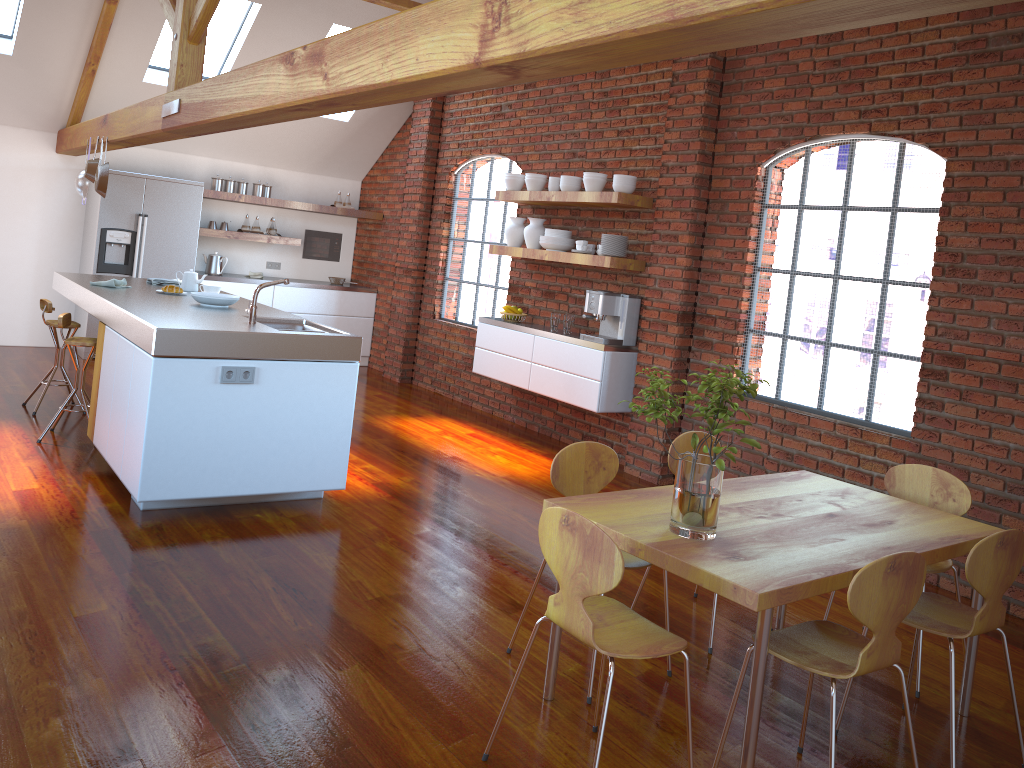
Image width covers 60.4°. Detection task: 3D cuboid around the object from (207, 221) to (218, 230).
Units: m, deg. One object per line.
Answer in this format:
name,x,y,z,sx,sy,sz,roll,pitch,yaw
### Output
object,-3.055,-1.623,8.976,0.106,0.081,0.107,6,6,-7

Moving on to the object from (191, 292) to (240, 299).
object,-1.782,-0.508,5.280,0.284,0.055,0.282,11,9,26

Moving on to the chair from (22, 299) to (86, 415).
chair,-3.092,-0.198,6.019,0.336,0.748,0.341,5,3,-41

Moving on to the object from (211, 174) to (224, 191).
object,-3.004,-2.049,8.963,0.126,0.177,0.130,4,5,-40

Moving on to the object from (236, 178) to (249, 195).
object,-2.809,-2.055,9.158,0.126,0.177,0.130,4,5,-40

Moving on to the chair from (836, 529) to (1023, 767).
chair,1.352,0.784,2.762,0.436,0.756,0.416,5,3,-35

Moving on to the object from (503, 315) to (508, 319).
object,-0.055,-0.558,7.296,0.046,0.046,0.056,6,5,-3

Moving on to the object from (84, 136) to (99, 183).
object,-3.165,-1.695,6.637,0.085,0.358,0.196,6,3,-31

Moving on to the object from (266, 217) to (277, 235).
object,-2.558,-1.684,9.381,0.093,0.192,0.204,5,5,-27

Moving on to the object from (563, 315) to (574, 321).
object,0.420,-0.463,6.621,0.077,0.103,0.079,5,4,-23

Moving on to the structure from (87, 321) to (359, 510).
structure,-2.123,-0.020,5.516,1.019,0.761,3.160,3,9,-35

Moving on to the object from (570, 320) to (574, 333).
object,0.435,-0.443,6.761,0.078,0.103,0.078,6,4,-6

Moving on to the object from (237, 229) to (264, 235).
object,-2.740,-1.598,9.222,0.223,0.033,0.197,1,10,-37

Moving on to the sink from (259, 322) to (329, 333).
sink,-1.179,-0.193,4.735,0.407,0.198,0.621,2,9,-35

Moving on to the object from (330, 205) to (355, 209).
object,-1.887,-1.966,9.785,0.223,0.033,0.197,1,10,-37

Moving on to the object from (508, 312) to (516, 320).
object,0.003,-0.564,7.278,0.077,0.065,0.076,6,5,-2

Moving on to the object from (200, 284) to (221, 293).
object,-2.034,-0.633,5.956,0.126,0.069,0.116,12,8,39

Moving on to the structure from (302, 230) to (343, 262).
structure,-2.173,-1.585,10.108,0.455,0.333,0.013,3,3,-35

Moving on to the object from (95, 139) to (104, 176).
object,-3.040,-1.646,6.498,0.046,0.331,0.045,6,1,-10

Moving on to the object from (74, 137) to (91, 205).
object,-3.333,-1.655,6.816,0.084,0.527,0.275,6,3,-36

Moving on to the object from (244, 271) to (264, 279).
object,-2.719,-1.156,9.287,0.203,0.061,0.198,5,8,-13

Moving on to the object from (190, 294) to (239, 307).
object,-1.783,-0.497,5.280,0.284,0.055,0.282,11,9,26

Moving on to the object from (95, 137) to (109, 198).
object,-2.959,-1.567,6.359,0.069,0.442,0.268,6,3,-31

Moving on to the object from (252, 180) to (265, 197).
object,-2.640,-2.036,9.159,0.126,0.177,0.130,4,5,-40

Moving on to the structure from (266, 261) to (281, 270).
structure,-2.660,-1.319,9.796,0.159,0.080,0.033,2,5,-35

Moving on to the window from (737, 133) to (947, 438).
window,1.890,-0.633,5.119,0.083,1.665,1.283,6,4,-36

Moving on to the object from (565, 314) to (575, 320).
object,0.440,-0.481,6.761,0.078,0.103,0.078,6,4,-6

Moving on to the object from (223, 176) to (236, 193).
object,-2.908,-2.052,9.059,0.126,0.177,0.130,4,5,-40

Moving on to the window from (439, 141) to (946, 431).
window,3.435,-0.489,6.859,3.612,9.869,17.626,5,6,-45

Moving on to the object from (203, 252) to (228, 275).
object,-3.050,-1.239,9.010,0.301,0.238,0.182,6,4,-4

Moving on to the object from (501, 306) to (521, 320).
object,-0.008,-0.583,7.242,0.176,0.094,0.064,7,3,2

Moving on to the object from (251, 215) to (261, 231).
object,-2.687,-1.680,9.254,0.094,0.191,0.093,7,2,8

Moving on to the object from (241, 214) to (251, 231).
object,-2.773,-1.682,9.188,0.092,0.190,0.094,6,3,-23

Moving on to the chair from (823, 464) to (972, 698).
chair,1.519,0.707,3.427,0.409,0.756,0.443,4,4,-40

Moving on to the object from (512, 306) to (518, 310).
object,0.019,-0.620,7.324,0.069,0.061,0.069,5,5,-19

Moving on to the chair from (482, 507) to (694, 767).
chair,0.248,0.712,2.381,0.409,0.756,0.443,5,4,-35

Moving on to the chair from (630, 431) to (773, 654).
chair,0.818,0.602,3.593,0.436,0.756,0.416,4,4,-40

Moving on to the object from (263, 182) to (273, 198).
object,-2.614,-2.061,9.353,0.126,0.177,0.130,4,5,-40

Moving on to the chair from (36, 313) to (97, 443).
chair,-2.619,-0.045,5.338,0.337,0.748,0.341,6,2,-16

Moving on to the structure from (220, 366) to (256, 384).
structure,-1.302,-0.045,4.167,0.159,0.080,0.033,2,5,-35

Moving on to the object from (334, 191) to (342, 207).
object,-1.920,-2.049,9.752,0.092,0.190,0.094,6,3,-23

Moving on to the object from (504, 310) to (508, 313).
object,-0.041,-0.606,7.303,0.045,0.053,0.051,10,6,43

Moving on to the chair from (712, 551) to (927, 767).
chair,0.870,0.781,2.399,0.436,0.756,0.416,5,3,-35

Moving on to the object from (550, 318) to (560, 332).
object,0.325,-0.449,6.714,0.078,0.103,0.078,6,4,-6

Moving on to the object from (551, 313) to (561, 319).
object,0.329,-0.487,6.713,0.078,0.103,0.078,6,4,-6

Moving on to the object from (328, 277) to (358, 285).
object,-1.903,-1.141,9.816,0.351,0.074,0.194,12,9,35

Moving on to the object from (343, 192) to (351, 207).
object,-1.834,-2.048,9.817,0.094,0.191,0.093,7,2,8

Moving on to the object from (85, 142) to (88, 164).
object,-3.386,-1.805,7.019,0.023,0.288,0.059,6,1,-21

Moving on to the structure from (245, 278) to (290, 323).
structure,-1.292,-0.446,4.647,0.199,0.247,0.100,4,3,-35

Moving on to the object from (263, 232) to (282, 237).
object,-2.567,-1.602,9.382,0.194,0.033,0.226,3,9,-26

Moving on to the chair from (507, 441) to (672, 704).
chair,0.319,0.614,3.108,0.436,0.756,0.416,4,4,-40

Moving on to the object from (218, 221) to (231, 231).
object,-2.957,-1.630,9.045,0.106,0.099,0.107,7,5,6
